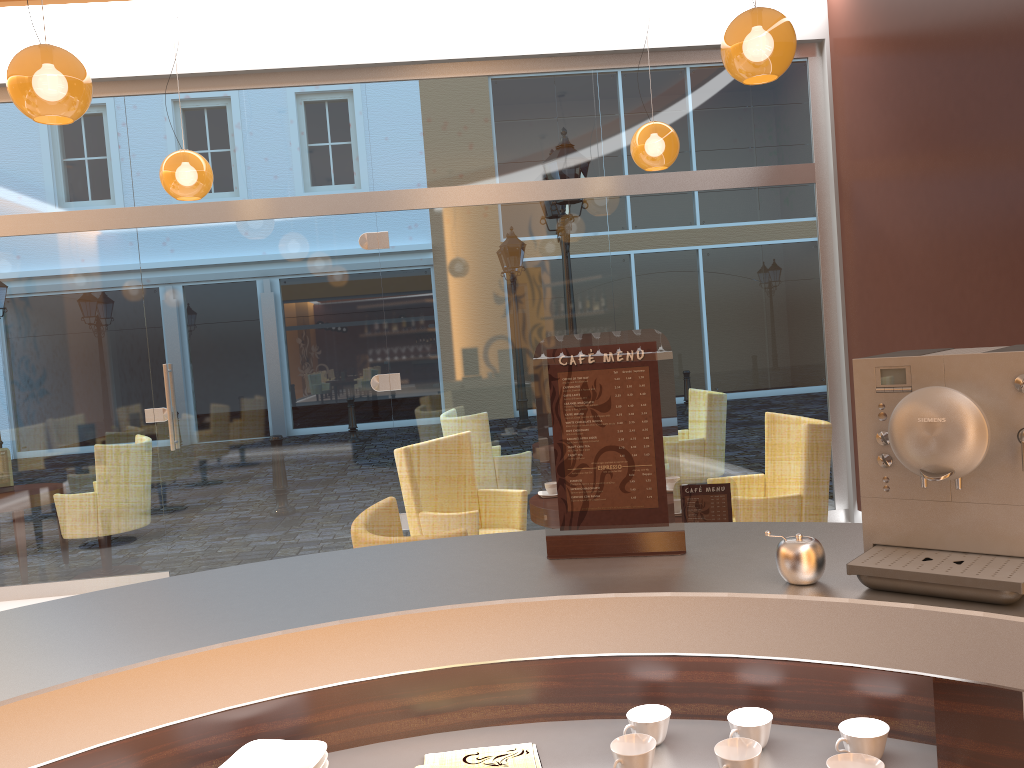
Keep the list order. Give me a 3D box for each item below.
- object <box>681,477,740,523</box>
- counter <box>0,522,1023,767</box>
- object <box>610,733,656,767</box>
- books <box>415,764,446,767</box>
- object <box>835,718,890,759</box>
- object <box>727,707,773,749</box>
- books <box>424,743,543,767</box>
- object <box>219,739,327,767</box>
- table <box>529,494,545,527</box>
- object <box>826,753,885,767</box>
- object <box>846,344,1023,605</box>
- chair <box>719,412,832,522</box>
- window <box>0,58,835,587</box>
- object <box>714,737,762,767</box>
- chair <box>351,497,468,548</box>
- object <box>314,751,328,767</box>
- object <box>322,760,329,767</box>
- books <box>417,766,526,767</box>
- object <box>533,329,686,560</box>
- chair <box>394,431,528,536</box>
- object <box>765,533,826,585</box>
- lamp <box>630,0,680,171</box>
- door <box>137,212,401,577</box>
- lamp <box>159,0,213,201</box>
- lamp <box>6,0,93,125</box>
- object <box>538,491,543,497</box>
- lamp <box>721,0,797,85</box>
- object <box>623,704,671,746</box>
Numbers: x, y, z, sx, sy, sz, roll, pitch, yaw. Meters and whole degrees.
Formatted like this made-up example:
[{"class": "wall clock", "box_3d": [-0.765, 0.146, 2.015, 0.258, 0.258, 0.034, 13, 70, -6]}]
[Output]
[{"class": "object", "box_3d": [0.648, 0.479, 2.935, 0.209, 0.335, 0.042, -4, 3, 10]}, {"class": "counter", "box_3d": [-0.443, 0.952, 0.930, 1.586, 1.100, 2.917, -2, 3, 41]}, {"class": "object", "box_3d": [0.191, 0.586, 1.379, 0.073, 0.050, 0.086, -4, 3, 2]}, {"class": "books", "box_3d": [-0.094, 0.630, 1.345, 0.187, 0.011, 0.189, -4, 3, 16]}, {"class": "object", "box_3d": [0.547, 0.559, 1.376, 0.073, 0.050, 0.086, -3, 3, 29]}, {"class": "object", "box_3d": [0.390, 0.568, 1.444, 0.073, 0.050, 0.086, -4, 3, 11]}, {"class": "books", "box_3d": [-0.046, 0.623, 1.420, 0.193, 0.009, 0.189, -5, 3, -5]}, {"class": "object", "box_3d": [-0.373, 0.591, 1.370, 0.153, 0.020, 0.153, -4, 3, 13]}, {"class": "table", "box_3d": [0.550, 0.917, 4.653, 0.872, 0.679, 0.874, -2, 4, 42]}, {"class": "object", "box_3d": [0.489, 0.568, 1.266, 0.086, 0.050, 0.073, -6, 3, -36]}, {"class": "object", "box_3d": [0.696, 0.121, 1.376, 0.270, 0.340, 0.373, -2, 3, 41]}, {"class": "chair", "box_3d": [1.332, 0.688, 4.625, 0.685, 1.017, 0.729, -4, 3, -1]}, {"class": "window", "box_3d": [-1.716, -0.395, 6.212, 8.200, 3.380, 0.040, -5, 3, -4]}, {"class": "object", "box_3d": [0.343, 0.576, 1.338, 0.073, 0.050, 0.086, -4, 3, 1]}, {"class": "chair", "box_3d": [-0.121, 0.884, 2.793, 0.685, 1.017, 0.729, -6, 3, -26]}, {"class": "object", "box_3d": [-0.372, 0.604, 1.371, 0.153, 0.020, 0.153, -4, 3, 13]}, {"class": "object", "box_3d": [-0.371, 0.618, 1.371, 0.153, 0.020, 0.153, -4, 3, 13]}, {"class": "books", "box_3d": [-0.083, 0.626, 1.334, 0.185, 0.016, 0.188, -4, 3, 11]}, {"class": "object", "box_3d": [0.178, 0.111, 1.646, 0.258, 0.414, 0.052, -4, 3, 10]}, {"class": "chair", "box_3d": [-0.249, 0.800, 4.846, 0.685, 1.017, 0.729, -3, 3, 28]}, {"class": "object", "box_3d": [0.450, 0.271, 1.385, 0.075, 0.077, 0.075, -6, 3, -35]}, {"class": "lamp", "box_3d": [0.824, -2.060, 5.381, 0.299, 1.500, 0.299, -6, 3, -36]}, {"class": "door", "box_3d": [-1.677, 0.102, 6.234, 1.640, 2.499, 0.020, -5, 3, -4]}, {"class": "lamp", "box_3d": [-1.960, -1.836, 5.185, 0.299, 1.500, 0.299, -6, 3, -30]}, {"class": "lamp", "box_3d": [-1.828, -1.764, 3.391, 0.299, 1.500, 0.299, -4, 3, 7]}, {"class": "object", "box_3d": [0.215, 0.564, 4.741, 0.153, 0.069, 0.153, -5, 3, -4]}, {"class": "lamp", "box_3d": [0.956, -1.988, 3.587, 0.299, 1.500, 0.299, -6, 3, -26]}, {"class": "object", "box_3d": [0.230, 0.578, 1.487, 0.073, 0.050, 0.086, -4, 3, 17]}]
